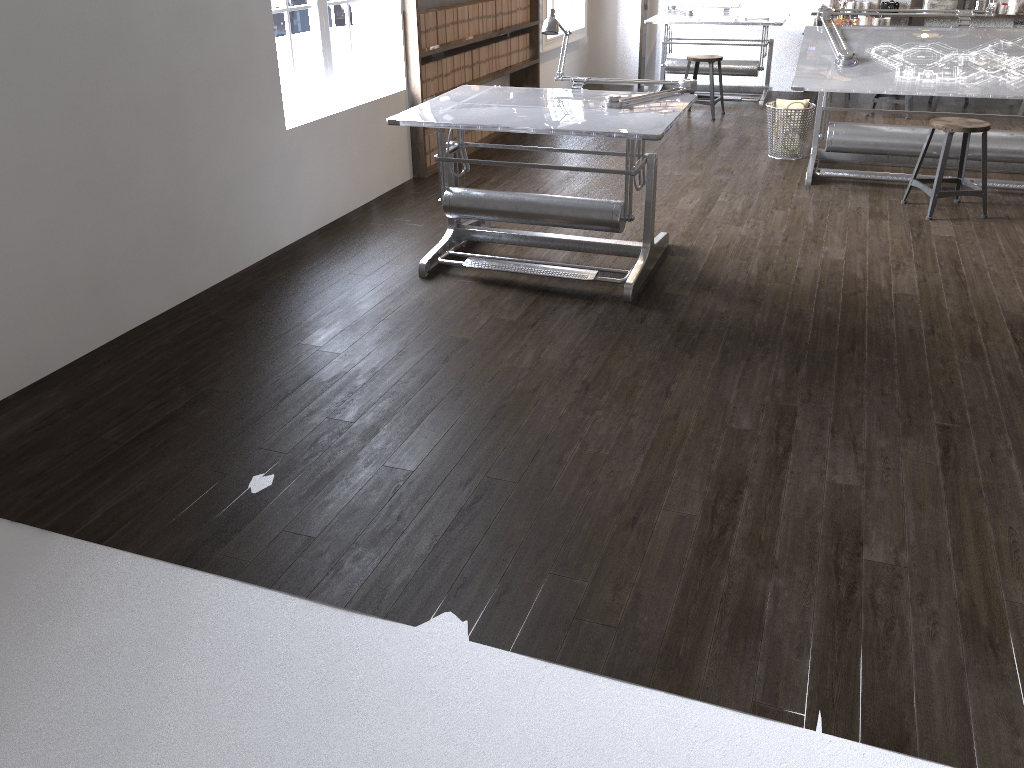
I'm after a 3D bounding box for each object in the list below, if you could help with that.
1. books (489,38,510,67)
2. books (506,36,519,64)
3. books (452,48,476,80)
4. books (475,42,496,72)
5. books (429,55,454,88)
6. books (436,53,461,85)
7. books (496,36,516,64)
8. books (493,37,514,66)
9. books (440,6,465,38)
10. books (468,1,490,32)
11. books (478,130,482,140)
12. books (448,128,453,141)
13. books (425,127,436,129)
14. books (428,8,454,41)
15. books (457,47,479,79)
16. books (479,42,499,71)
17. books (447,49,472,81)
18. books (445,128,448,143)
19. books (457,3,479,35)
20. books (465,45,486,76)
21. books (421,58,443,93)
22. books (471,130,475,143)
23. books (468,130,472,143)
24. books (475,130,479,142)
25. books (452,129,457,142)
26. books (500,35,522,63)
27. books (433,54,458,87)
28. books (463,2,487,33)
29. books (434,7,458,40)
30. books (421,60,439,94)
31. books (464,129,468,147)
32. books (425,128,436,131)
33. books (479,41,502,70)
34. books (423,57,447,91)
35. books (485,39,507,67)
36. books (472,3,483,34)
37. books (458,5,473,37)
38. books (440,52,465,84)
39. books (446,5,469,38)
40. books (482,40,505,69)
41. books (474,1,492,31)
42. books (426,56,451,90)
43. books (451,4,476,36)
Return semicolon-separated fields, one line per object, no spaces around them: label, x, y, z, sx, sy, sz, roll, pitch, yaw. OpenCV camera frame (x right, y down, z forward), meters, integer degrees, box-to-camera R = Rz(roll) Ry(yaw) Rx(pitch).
books;-0.107;-2.824;7.542;0.175;0.221;0.068;8;27;19
books;-0.035;-2.914;7.717;0.175;0.221;0.068;8;27;19
books;-0.371;-2.485;6.881;0.175;0.221;0.068;8;27;19
books;-0.226;-2.672;7.246;0.175;0.221;0.068;8;27;19
books;-0.521;-2.301;6.523;0.175;0.221;0.068;8;27;19
books;-0.476;-2.360;6.638;0.175;0.221;0.068;8;27;19
books;-0.055;-2.886;7.663;0.175;0.221;0.068;8;27;19
books;-0.079;-2.854;7.601;0.175;0.221;0.068;8;27;19
books;-0.443;-2.691;6.592;0.175;0.221;0.068;8;27;19
books;-0.269;-2.905;7.008;0.175;0.221;0.068;8;27;19
books;-0.340;-2.088;7.143;0.175;0.221;0.068;8;27;19
books;-0.539;-1.842;6.663;0.175;0.221;0.068;8;27;19
books;-0.581;-1.781;6.543;0.175;0.221;0.068;8;27;19
books;-0.516;-2.602;6.418;0.175;0.221;0.068;8;27;19
books;-0.351;-2.518;6.946;0.175;0.221;0.068;8;27;19
books;-0.200;-2.699;7.298;0.175;0.221;0.068;8;27;19
books;-0.402;-2.453;6.819;0.175;0.221;0.068;8;27;19
books;-0.563;-1.811;6.603;0.175;0.221;0.068;8;27;19
books;-0.350;-2.812;6.828;0.175;0.221;0.068;8;27;19
books;-0.300;-2.578;7.063;0.175;0.221;0.068;8;27;19
books;-0.593;-2.211;6.348;0.175;0.221;0.068;8;27;19
books;-0.387;-2.024;7.019;0.175;0.221;0.068;8;27;19
books;-0.413;-1.998;6.966;0.175;0.221;0.068;8;27;19
books;-0.362;-2.056;7.080;0.175;0.221;0.068;8;27;19
books;-0.510;-1.872;6.722;0.175;0.221;0.068;8;27;19
books;-0.007;-2.942;7.772;0.175;0.221;0.068;8;27;19
books;-0.493;-2.329;6.578;0.175;0.221;0.068;8;27;19
books;-0.294;-2.873;6.946;0.175;0.221;0.068;8;27;19
books;-0.491;-2.633;6.478;0.175;0.221;0.068;8;27;19
books;-0.619;-2.181;6.289;0.175;0.221;0.068;8;27;19
books;-0.438;-1.969;6.911;0.175;0.221;0.068;8;27;19
books;-0.609;-1.752;6.488;0.175;0.221;0.068;8;27;19
books;-0.175;-2.730;7.360;0.175;0.221;0.068;8;27;19
books;-0.564;-2.241;6.406;0.175;0.221;0.068;8;27;19
books;-0.133;-2.793;7.483;0.175;0.221;0.068;8;27;19
books;-0.322;-2.842;6.886;0.175;0.221;0.068;8;27;19
books;-0.393;-2.750;6.706;0.175;0.221;0.068;8;27;19
books;-0.451;-2.391;6.698;0.175;0.221;0.068;8;27;19
books;-0.420;-2.718;6.645;0.175;0.221;0.068;8;27;19
books;-0.153;-2.762;7.422;0.175;0.221;0.068;8;27;19
books;-0.251;-2.933;7.063;0.175;0.221;0.068;8;27;19
books;-0.541;-2.273;6.469;0.175;0.221;0.068;8;27;19
books;-0.373;-2.781;6.768;0.175;0.221;0.068;8;27;19
